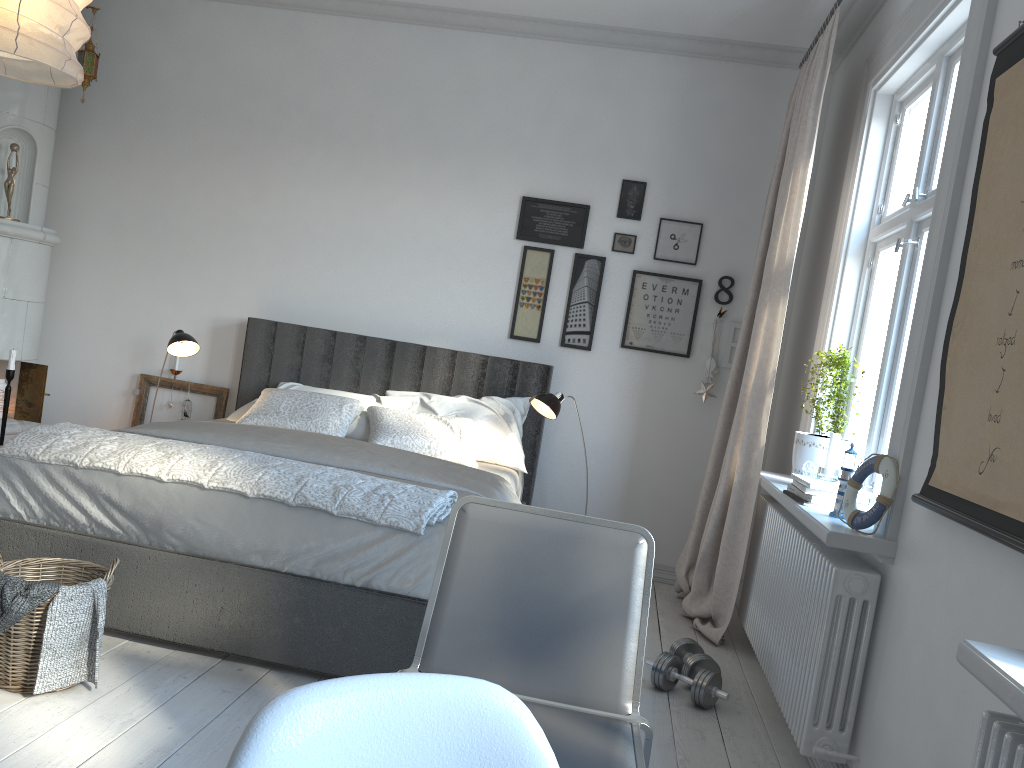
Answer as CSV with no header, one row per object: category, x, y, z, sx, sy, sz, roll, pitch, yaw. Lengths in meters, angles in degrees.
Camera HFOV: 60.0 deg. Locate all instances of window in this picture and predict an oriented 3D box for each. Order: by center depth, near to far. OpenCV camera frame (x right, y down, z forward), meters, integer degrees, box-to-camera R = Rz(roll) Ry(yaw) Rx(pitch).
window,3.416,-0.354,6.101,11.961,7.017,7.974,9,3,7
window,15.367,-0.234,9.274,26.534,15.036,25.628,9,3,7

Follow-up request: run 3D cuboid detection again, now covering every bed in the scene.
bed,-0.811,0.308,3.773,1.887,1.047,2.175,9,3,7

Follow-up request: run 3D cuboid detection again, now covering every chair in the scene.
chair,-0.041,0.681,0.534,0.475,0.825,0.553,7,4,-28
chair,-0.006,0.656,1.587,0.562,0.798,0.524,9,3,7

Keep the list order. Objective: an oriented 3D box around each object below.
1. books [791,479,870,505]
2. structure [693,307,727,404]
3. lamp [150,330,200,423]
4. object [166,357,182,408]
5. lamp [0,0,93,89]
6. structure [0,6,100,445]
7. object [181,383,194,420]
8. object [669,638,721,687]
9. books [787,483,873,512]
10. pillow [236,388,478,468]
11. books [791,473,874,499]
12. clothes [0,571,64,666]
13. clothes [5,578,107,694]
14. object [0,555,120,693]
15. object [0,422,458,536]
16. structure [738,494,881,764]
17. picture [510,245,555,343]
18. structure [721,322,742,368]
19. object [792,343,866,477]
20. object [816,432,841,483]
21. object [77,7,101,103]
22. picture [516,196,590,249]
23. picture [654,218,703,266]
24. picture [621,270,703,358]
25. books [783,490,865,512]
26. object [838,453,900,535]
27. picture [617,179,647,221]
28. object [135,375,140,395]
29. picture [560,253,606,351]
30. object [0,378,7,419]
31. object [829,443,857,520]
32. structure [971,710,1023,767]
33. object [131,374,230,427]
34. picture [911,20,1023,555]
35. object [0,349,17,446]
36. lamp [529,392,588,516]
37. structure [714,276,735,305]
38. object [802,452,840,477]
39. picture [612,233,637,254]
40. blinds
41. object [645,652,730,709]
books,1.078,0.363,3.016,0.207,0.022,0.253,9,2,8
structure,1.046,-0.150,4.637,0.134,0.514,0.078,9,3,-5
lamp,-1.953,0.147,4.697,0.824,0.937,0.450,10,3,24
object,-1.915,-0.014,5.032,0.067,0.320,0.067,7,4,-34
lamp,-1.117,-1.373,2.095,0.338,1.232,0.341,12,4,38
structure,-2.688,-0.845,4.538,0.801,2.839,1.245,6,4,-38
object,-1.826,0.095,5.009,0.062,0.228,0.063,11,4,31
object,0.672,1.035,3.273,0.129,0.129,0.328,9,3,-8
books,1.081,0.387,3.025,0.207,0.025,0.262,9,2,0
pillow,-0.709,0.195,4.188,1.146,0.226,0.415,9,3,0
books,1.080,0.344,3.010,0.203,0.015,0.269,9,2,4
clothes,-1.302,0.640,2.406,0.245,0.270,0.297,9,3,8
clothes,-1.270,0.658,2.440,0.235,0.289,0.282,6,4,-44
object,-1.294,0.643,2.464,0.318,0.351,0.319,11,4,39
object,-0.920,0.288,2.935,1.459,0.104,0.404,9,2,7
structure,1.037,0.776,3.163,0.195,0.547,1.505,9,3,7
picture,0.109,-0.483,4.769,0.165,0.505,0.020,9,3,7
structure,1.189,-0.197,4.643,0.146,0.239,0.024,9,3,7
object,1.215,0.126,3.413,0.217,0.574,0.384,8,3,-12
object,1.109,0.251,3.075,0.074,0.173,0.074,6,4,-38
object,-2.254,-1.744,4.720,0.117,0.506,0.105,8,4,-20
picture,0.220,-0.864,4.740,0.365,0.232,0.020,9,3,7
picture,0.874,-0.749,4.664,0.225,0.220,0.010,9,3,7
picture,0.790,-0.370,4.688,0.364,0.415,0.021,9,3,7
books,1.064,0.403,3.015,0.219,0.013,0.272,9,2,3
object,1.017,0.308,2.523,0.079,0.228,0.235,9,3,-7
picture,0.633,-0.972,4.686,0.128,0.202,0.011,9,3,7
object,-2.124,-0.001,5.044,0.024,0.127,0.023,8,3,-10
picture,0.380,-0.438,4.737,0.165,0.505,0.020,9,3,7
object,-2.723,0.074,4.678,0.098,0.210,0.098,9,3,5
object,1.029,0.297,2.731,0.059,0.235,0.060,6,4,-41
structure,0.730,0.829,0.755,0.195,0.547,1.505,9,3,7
object,-1.907,0.294,5.019,0.528,0.631,0.082,9,3,7
picture,1.075,-0.339,1.803,0.057,1.314,0.792,9,3,7
object,-2.524,0.176,4.410,0.091,0.719,0.091,10,4,16
lamp,0.386,0.531,4.418,0.801,0.937,0.449,8,3,-11
structure,1.113,-0.490,4.638,0.096,0.151,0.014,9,3,7
object,1.124,0.326,3.252,0.196,0.165,0.059,7,4,-33
picture,0.596,-0.745,4.700,0.119,0.098,0.010,9,3,7
blinds,1.061,-0.215,3.979,0.224,2.650,0.830,9,3,7
object,0.608,1.033,3.095,0.328,0.129,0.129,11,4,42
